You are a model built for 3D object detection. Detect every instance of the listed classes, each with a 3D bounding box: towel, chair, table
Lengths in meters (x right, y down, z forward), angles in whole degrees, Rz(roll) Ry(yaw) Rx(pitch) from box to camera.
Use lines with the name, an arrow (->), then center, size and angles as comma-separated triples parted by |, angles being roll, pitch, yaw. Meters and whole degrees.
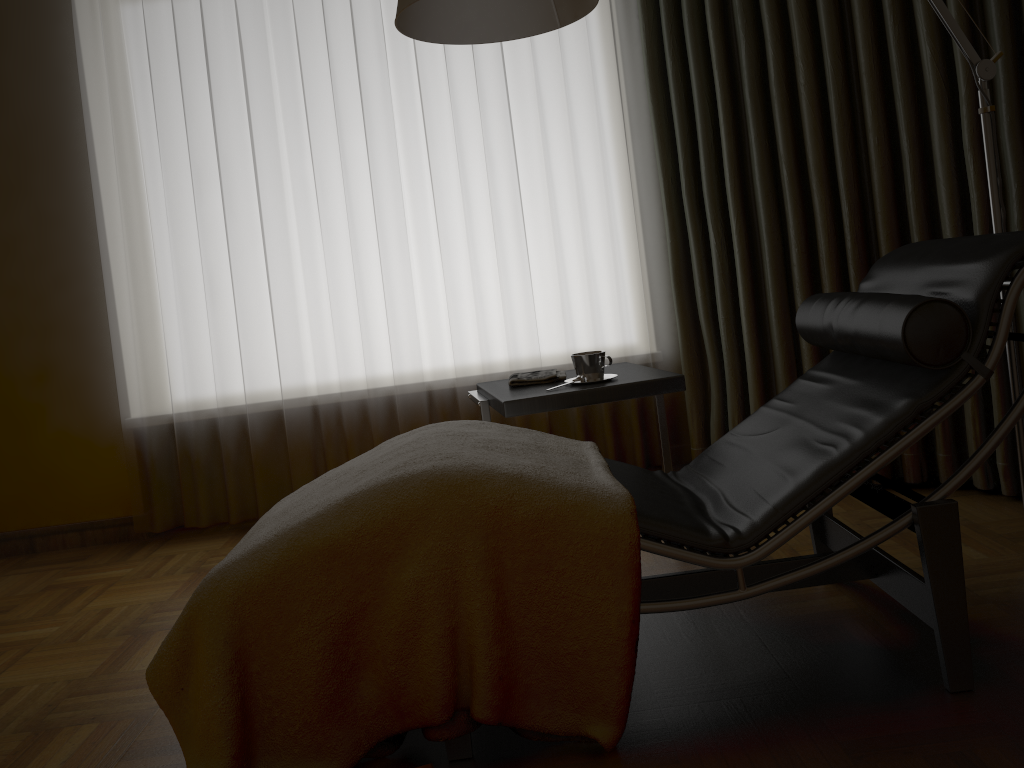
towel -> 0.075, -0.020, 2.655 | 0.178, 0.035, 0.242 | -7, 6, 3
chair -> 0.292, 0.173, 1.866 | 1.788, 0.795, 0.638 | -7, 3, -1
table -> 0.178, 0.008, 2.581 | 0.500, 0.045, 0.519 | -8, 7, -10

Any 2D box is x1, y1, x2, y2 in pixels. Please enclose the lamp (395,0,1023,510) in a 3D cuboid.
lamp -> 0.502, -0.407, 1.939 | 1.414, 1.961, 0.453 | -7, 2, 2

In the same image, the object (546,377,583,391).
object -> 0.142, -0.002, 2.406 | 0.124, 0.019, 0.029 | -11, 6, -32

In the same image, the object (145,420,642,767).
object -> -0.215, 0.385, 1.875 | 0.908, 0.518, 0.922 | -7, 5, -1

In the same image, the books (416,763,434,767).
books -> -0.159, 0.628, 1.306 | 0.124, 0.018, 0.173 | -9, 7, -16

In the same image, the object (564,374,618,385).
object -> 0.221, -0.012, 2.470 | 0.150, 0.009, 0.151 | -7, 7, 4

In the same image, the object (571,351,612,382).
object -> 0.223, -0.048, 2.469 | 0.110, 0.078, 0.098 | -7, 5, 0

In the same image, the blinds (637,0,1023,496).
blinds -> 1.086, -0.887, 2.834 | 1.527, 2.445, 0.226 | -4, 3, 44

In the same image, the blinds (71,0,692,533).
blinds -> -0.495, -0.691, 3.371 | 2.196, 2.284, 0.093 | -7, 1, -1
